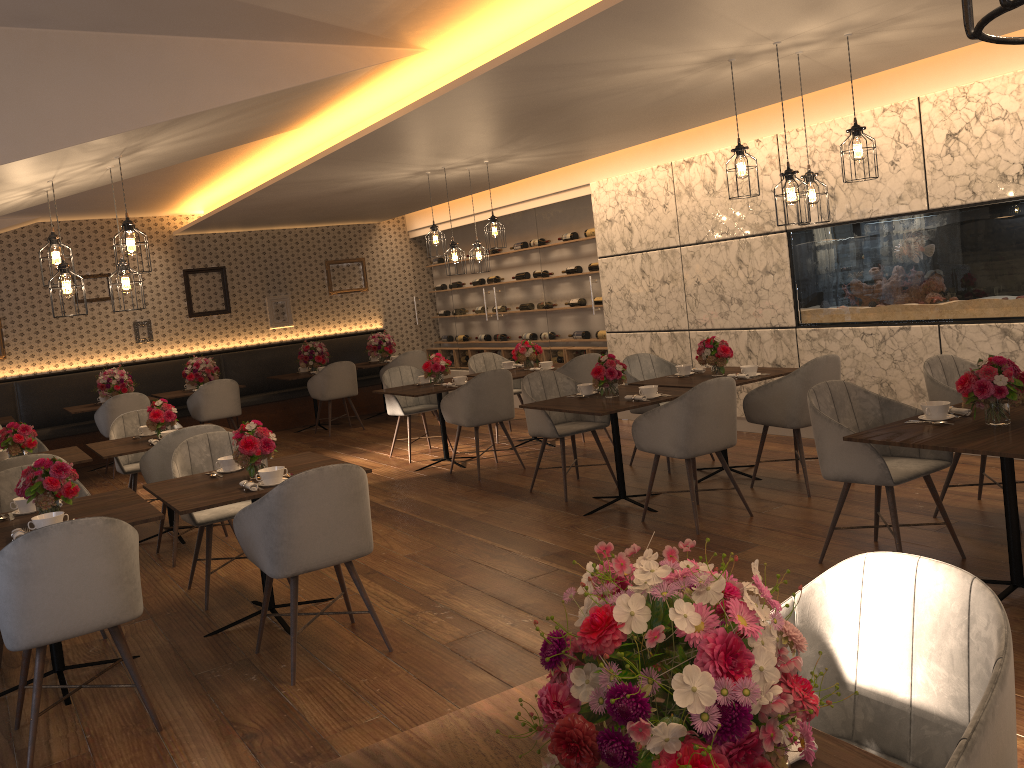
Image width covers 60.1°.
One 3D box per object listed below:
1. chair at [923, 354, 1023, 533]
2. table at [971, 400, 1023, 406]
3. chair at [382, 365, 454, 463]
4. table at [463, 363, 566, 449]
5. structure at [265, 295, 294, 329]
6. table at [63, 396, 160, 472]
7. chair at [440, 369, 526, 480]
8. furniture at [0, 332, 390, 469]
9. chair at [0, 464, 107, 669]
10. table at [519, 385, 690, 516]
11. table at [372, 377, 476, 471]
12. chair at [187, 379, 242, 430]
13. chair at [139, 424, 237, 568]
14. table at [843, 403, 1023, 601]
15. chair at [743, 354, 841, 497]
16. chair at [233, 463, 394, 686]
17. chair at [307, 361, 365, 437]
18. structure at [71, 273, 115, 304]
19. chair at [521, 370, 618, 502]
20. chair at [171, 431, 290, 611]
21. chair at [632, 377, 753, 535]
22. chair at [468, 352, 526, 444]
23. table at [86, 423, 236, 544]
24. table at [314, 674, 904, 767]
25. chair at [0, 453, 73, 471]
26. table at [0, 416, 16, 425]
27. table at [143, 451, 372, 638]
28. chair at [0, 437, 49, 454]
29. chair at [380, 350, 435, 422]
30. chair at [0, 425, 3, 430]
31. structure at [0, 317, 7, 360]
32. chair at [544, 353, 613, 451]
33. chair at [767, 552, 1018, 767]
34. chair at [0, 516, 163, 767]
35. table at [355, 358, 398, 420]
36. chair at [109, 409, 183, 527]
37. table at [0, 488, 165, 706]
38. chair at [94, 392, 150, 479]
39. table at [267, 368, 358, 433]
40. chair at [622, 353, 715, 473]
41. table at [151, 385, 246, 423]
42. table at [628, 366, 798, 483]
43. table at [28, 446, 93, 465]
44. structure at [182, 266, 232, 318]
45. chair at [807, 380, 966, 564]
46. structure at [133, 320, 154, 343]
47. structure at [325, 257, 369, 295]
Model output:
[{"bbox_3d":[2.566,0.278,4.768,0.567,0.870,0.526,-9,5,-32],"label":"chair"},{"bbox_3d":[2.879,0.382,4.188,0.900,0.718,0.896,-10,6,-32],"label":"table"},{"bbox_3d":[-0.935,0.263,8.535,0.567,0.870,0.526,-9,5,-32],"label":"chair"},{"bbox_3d":[0.183,0.220,8.465,0.900,0.718,0.896,-10,6,-32],"label":"table"},{"bbox_3d":[-3.150,-0.980,12.019,0.341,0.438,0.034,-9,4,-32],"label":"structure"},{"bbox_3d":[-4.507,0.578,10.049,0.900,0.718,0.896,-10,6,-32],"label":"table"},{"bbox_3d":[-0.239,0.308,7.404,0.567,0.870,0.526,-9,5,-32],"label":"chair"},{"bbox_3d":[-4.612,0.333,10.740,7.117,1.078,0.541,-10,5,-32],"label":"furniture"},{"bbox_3d":[-2.411,0.873,4.494,0.567,0.870,0.526,-9,5,-32],"label":"chair"},{"bbox_3d":[0.701,0.446,5.860,0.900,0.718,0.896,-10,6,-32],"label":"table"},{"bbox_3d":[-0.621,0.367,7.955,0.900,0.718,0.896,-10,6,-32],"label":"table"},{"bbox_3d":[-3.320,0.372,10.007,0.567,0.870,0.526,-9,5,-32],"label":"chair"},{"bbox_3d":[-2.111,0.689,5.863,0.567,0.870,0.526,-9,5,-32],"label":"chair"},{"bbox_3d":[2.075,0.529,3.679,0.900,0.718,0.896,-10,6,-32],"label":"table"},{"bbox_3d":[1.886,0.240,5.818,0.567,0.870,0.526,-9,5,-32],"label":"chair"},{"bbox_3d":[-0.872,0.764,3.897,0.567,0.870,0.526,-9,5,-32],"label":"chair"},{"bbox_3d":[-2.133,0.155,10.759,0.567,0.870,0.526,-9,5,-32],"label":"chair"},{"bbox_3d":[-5.111,-1.167,10.799,0.451,0.344,0.015,-10,4,-32],"label":"structure"},{"bbox_3d":[0.386,0.342,6.440,0.567,0.870,0.526,-9,5,-32],"label":"chair"},{"bbox_3d":[-1.606,0.726,5.004,0.567,0.870,0.526,-9,5,-32],"label":"chair"},{"bbox_3d":[1.082,0.387,5.308,0.567,0.870,0.526,-9,5,-32],"label":"chair"},{"bbox_3d":[-0.130,0.116,9.045,0.567,0.870,0.526,-9,5,-32],"label":"chair"},{"bbox_3d":[-2.492,0.748,6.414,0.900,0.718,0.896,-10,6,-32],"label":"table"},{"bbox_3d":[0.145,1.006,1.330,0.900,0.718,0.896,-10,6,-32],"label":"table"},{"bbox_3d":[-2.915,0.836,5.353,0.567,0.870,0.526,-9,5,-32],"label":"chair"},{"bbox_3d":[-5.694,0.795,9.297,0.900,0.718,0.896,-10,6,-32],"label":"table"},{"bbox_3d":[-1.253,0.823,4.448,0.900,0.718,0.896,-10,6,-32],"label":"table"},{"bbox_3d":[-3.650,0.798,6.460,0.567,0.870,0.526,-9,5,-32],"label":"chair"},{"bbox_3d":[-1.329,0.008,11.269,0.567,0.870,0.526,-9,5,-32],"label":"chair"},{"bbox_3d":[-5.312,0.736,8.746,0.567,0.870,0.526,-9,5,-32],"label":"chair"},{"bbox_3d":[-6.152,-0.486,10.119,0.603,0.484,0.032,-10,4,-32],"label":"structure"},{"bbox_3d":[0.565,0.161,7.913,0.567,0.870,0.526,-9,5,-32],"label":"chair"},{"bbox_3d":[0.679,0.827,1.715,0.528,0.870,0.565,-9,5,-32],"label":"chair"},{"bbox_3d":[-1.676,0.911,3.388,0.567,0.870,0.526,-9,5,-32],"label":"chair"},{"bbox_3d":[-1.710,0.067,11.820,0.900,0.718,0.896,-10,6,-32],"label":"table"},{"bbox_3d":[-2.845,0.651,6.969,0.567,0.870,0.526,-9,5,-32],"label":"chair"},{"bbox_3d":[-2.058,0.970,3.939,0.900,0.718,0.896,-10,6,-32],"label":"table"},{"bbox_3d":[-4.125,0.519,9.498,0.567,0.870,0.526,-9,5,-32],"label":"chair"},{"bbox_3d":[-2.515,0.214,11.311,0.900,0.718,0.896,-10,6,-32],"label":"table"},{"bbox_3d":[1.191,0.195,6.949,0.567,0.870,0.526,-9,5,-32],"label":"chair"},{"bbox_3d":[-3.702,0.431,10.559,0.900,0.718,0.896,-10,6,-32],"label":"table"},{"bbox_3d":[1.505,0.299,6.369,0.900,0.718,0.896,-10,6,-32],"label":"table"},{"bbox_3d":[-3.297,0.895,5.905,0.900,0.718,0.896,-10,6,-32],"label":"table"},{"bbox_3d":[-3.966,-1.198,11.519,0.546,0.630,0.035,-9,4,-32],"label":"structure"},{"bbox_3d":[1.761,0.425,4.259,0.567,0.870,0.526,-9,5,-32],"label":"chair"},{"bbox_3d":[-4.619,-0.654,11.097,0.217,0.277,0.018,-9,4,-32],"label":"structure"},{"bbox_3d":[-2.334,-1.528,12.544,0.603,0.484,0.032,-10,4,-32],"label":"structure"}]
